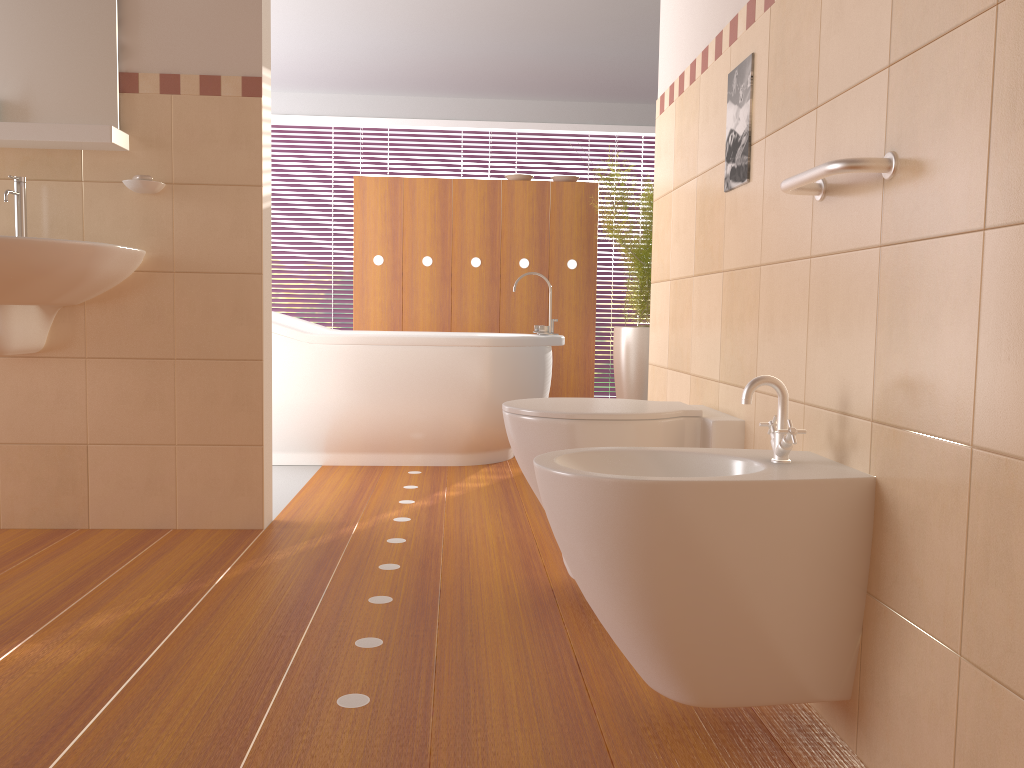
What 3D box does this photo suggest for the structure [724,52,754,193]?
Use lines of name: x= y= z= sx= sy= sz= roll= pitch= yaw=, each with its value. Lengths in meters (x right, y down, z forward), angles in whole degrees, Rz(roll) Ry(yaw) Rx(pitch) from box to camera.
structure: x=0.517 y=-0.590 z=2.028 sx=0.005 sy=0.279 sz=0.170 roll=1 pitch=4 yaw=-4

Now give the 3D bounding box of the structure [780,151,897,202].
structure: x=0.513 y=-0.335 z=1.441 sx=0.091 sy=0.042 sz=0.295 roll=1 pitch=4 yaw=-4

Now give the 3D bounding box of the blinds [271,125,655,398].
blinds: x=-0.653 y=-0.866 z=6.597 sx=4.712 sy=2.022 sz=0.032 roll=1 pitch=4 yaw=-4

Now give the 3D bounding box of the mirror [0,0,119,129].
mirror: x=-1.425 y=-1.162 z=2.616 sx=0.502 sy=0.799 sz=0.008 roll=1 pitch=4 yaw=-4

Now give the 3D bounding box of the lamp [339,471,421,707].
lamp: x=-1.891 y=0.474 z=2.330 sx=3.173 sy=0.001 sz=2.893 roll=1 pitch=4 yaw=-4

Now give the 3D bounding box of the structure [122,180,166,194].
structure: x=-1.106 y=-0.589 z=2.650 sx=0.117 sy=0.029 sz=0.092 roll=1 pitch=4 yaw=-4

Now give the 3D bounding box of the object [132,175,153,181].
object: x=-1.104 y=-0.611 z=2.649 sx=0.050 sy=0.023 sz=0.075 roll=-3 pitch=6 yaw=-39

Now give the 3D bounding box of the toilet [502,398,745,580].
toilet: x=0.240 y=0.249 z=2.135 sx=0.534 sy=0.400 sz=0.375 roll=1 pitch=4 yaw=-4

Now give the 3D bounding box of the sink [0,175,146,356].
sink: x=-1.423 y=-0.330 z=2.429 sx=0.683 sy=0.516 sz=0.539 roll=1 pitch=4 yaw=-4

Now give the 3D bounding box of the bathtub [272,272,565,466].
bathtub: x=-0.677 y=-0.108 z=4.315 sx=1.874 sy=0.900 sz=0.888 roll=1 pitch=4 yaw=-4

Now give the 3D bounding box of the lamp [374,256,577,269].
lamp: x=-0.208 y=-0.702 z=5.119 sx=1.169 sy=0.052 sz=0.001 roll=1 pitch=4 yaw=-4

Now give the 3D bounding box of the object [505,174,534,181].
object: x=0.043 y=-1.202 z=5.230 sx=0.173 sy=0.046 sz=0.173 roll=1 pitch=4 yaw=-4

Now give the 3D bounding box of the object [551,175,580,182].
object: x=0.314 y=-1.198 z=5.247 sx=0.173 sy=0.046 sz=0.173 roll=1 pitch=4 yaw=-4

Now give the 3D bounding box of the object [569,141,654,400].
object: x=0.831 y=-0.450 z=4.833 sx=0.683 sy=1.557 sz=1.335 roll=3 pitch=5 yaw=29

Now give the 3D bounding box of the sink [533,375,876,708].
sink: x=0.290 y=0.242 z=1.472 sx=0.515 sy=0.517 sz=0.335 roll=1 pitch=4 yaw=-4

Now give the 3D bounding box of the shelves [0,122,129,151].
shelves: x=-1.429 y=-0.727 z=2.598 sx=0.554 sy=0.050 sz=0.138 roll=1 pitch=4 yaw=-4
